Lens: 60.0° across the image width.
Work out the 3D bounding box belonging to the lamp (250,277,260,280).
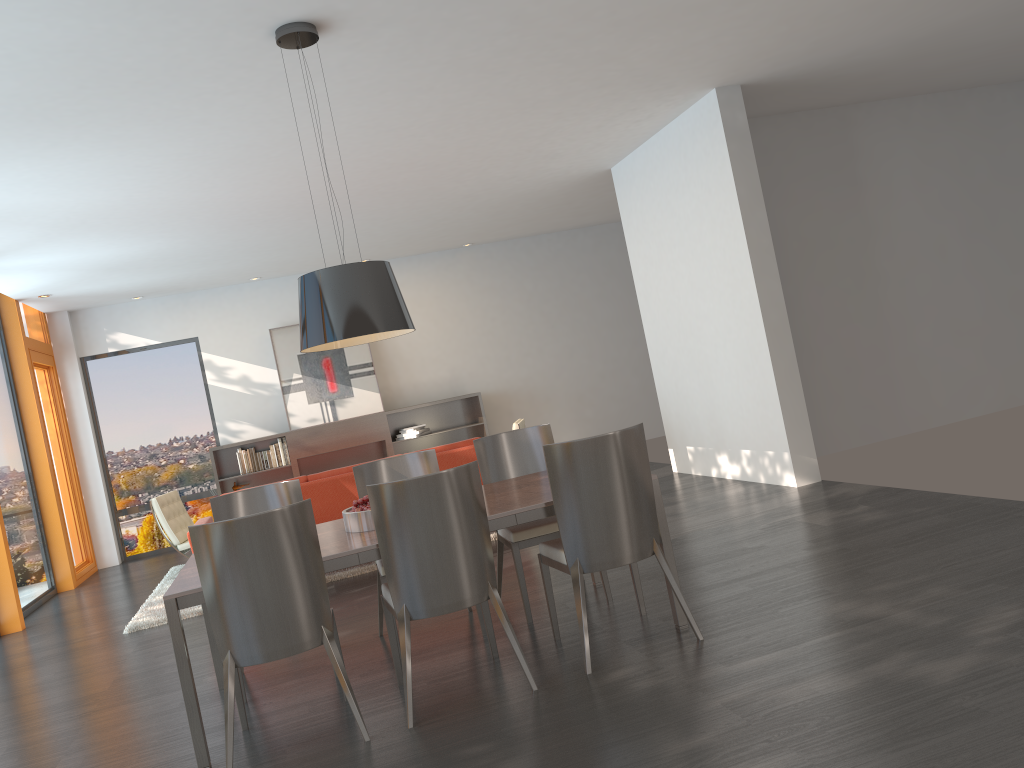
[{"bbox_3d":[-3.253,-1.330,11.216,0.129,0.010,0.129,-11,1,30],"label":"lamp"}]

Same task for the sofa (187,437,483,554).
[{"bbox_3d":[-1.265,1.069,7.368,2.598,0.852,1.037,-12,0,-15],"label":"sofa"}]

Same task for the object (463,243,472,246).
[{"bbox_3d":[-0.605,-1.880,11.993,0.129,0.010,0.129,-11,1,30],"label":"object"}]

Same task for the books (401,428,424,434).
[{"bbox_3d":[-1.274,0.599,11.386,0.210,0.020,0.300,-11,1,15],"label":"books"}]

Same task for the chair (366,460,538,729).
[{"bbox_3d":[-0.316,0.848,3.837,0.548,0.968,0.614,-12,0,-15],"label":"chair"}]

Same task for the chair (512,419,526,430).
[{"bbox_3d":[-0.118,0.823,8.989,0.707,0.817,0.700,-12,0,5],"label":"chair"}]

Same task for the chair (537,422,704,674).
[{"bbox_3d":[0.409,0.697,4.032,0.548,0.968,0.614,-12,0,-15],"label":"chair"}]

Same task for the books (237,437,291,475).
[{"bbox_3d":[-3.054,0.877,10.895,0.592,0.339,0.324,-12,0,-15],"label":"books"}]

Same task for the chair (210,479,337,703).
[{"bbox_3d":[-1.248,1.032,4.620,0.548,0.968,0.614,-12,0,-15],"label":"chair"}]

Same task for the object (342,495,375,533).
[{"bbox_3d":[-0.612,0.593,4.320,0.426,0.154,0.427,-11,1,29],"label":"object"}]

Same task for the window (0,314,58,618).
[{"bbox_3d":[-4.949,0.542,8.489,0.070,3.346,1.843,-12,0,-15],"label":"window"}]

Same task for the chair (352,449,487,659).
[{"bbox_3d":[-0.523,0.882,4.815,0.548,0.968,0.614,-12,0,-15],"label":"chair"}]

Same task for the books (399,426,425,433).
[{"bbox_3d":[-1.278,0.580,11.386,0.210,0.020,0.300,-11,1,25],"label":"books"}]

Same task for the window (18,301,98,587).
[{"bbox_3d":[-5.261,0.592,10.071,0.211,3.346,1.156,-12,0,-15],"label":"window"}]

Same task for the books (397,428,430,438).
[{"bbox_3d":[-1.268,0.628,11.386,0.314,0.038,0.398,-11,1,15],"label":"books"}]

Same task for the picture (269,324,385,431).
[{"bbox_3d":[-2.376,-0.169,11.379,1.209,1.338,0.269,-12,0,-15],"label":"picture"}]

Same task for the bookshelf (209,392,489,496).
[{"bbox_3d":[-1.964,1.019,11.269,3.389,1.163,0.570,-12,0,-15],"label":"bookshelf"}]

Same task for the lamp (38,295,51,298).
[{"bbox_3d":[-5.047,-0.946,9.567,0.129,0.010,0.129,-11,1,30],"label":"lamp"}]

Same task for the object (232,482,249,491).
[{"bbox_3d":[-3.348,1.337,10.850,0.245,0.290,0.201,-12,0,5],"label":"object"}]

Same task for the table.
[{"bbox_3d":[-0.426,1.023,4.329,2.152,0.764,1.171,-12,0,-15],"label":"table"}]

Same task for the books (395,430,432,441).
[{"bbox_3d":[-1.261,0.664,11.386,0.314,0.038,0.398,-11,1,25],"label":"books"}]

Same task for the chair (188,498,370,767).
[{"bbox_3d":[-0.977,0.985,3.660,0.548,0.968,0.614,-12,0,-15],"label":"chair"}]

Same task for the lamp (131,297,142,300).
[{"bbox_3d":[-4.591,-1.052,10.856,0.129,0.010,0.129,-11,1,30],"label":"lamp"}]

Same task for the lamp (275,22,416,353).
[{"bbox_3d":[-0.907,-0.983,4.322,0.567,1.580,0.567,-12,0,14],"label":"lamp"}]

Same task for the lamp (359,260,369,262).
[{"bbox_3d":[-1.928,-1.605,11.572,0.129,0.010,0.129,-11,1,30],"label":"lamp"}]

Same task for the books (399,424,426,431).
[{"bbox_3d":[-1.282,0.560,11.386,0.300,0.020,0.210,-12,1,-25],"label":"books"}]

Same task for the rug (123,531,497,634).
[{"bbox_3d":[-1.422,1.521,8.435,3.774,0.043,2.983,-12,1,-15],"label":"rug"}]

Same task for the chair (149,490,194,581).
[{"bbox_3d":[-3.112,1.439,8.830,0.707,0.817,0.700,-12,0,-5],"label":"chair"}]

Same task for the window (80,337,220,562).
[{"bbox_3d":[-4.485,0.427,11.138,1.410,3.340,0.065,-12,0,-15],"label":"window"}]

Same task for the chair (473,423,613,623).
[{"bbox_3d":[0.139,0.744,4.993,0.548,0.968,0.614,-12,0,-15],"label":"chair"}]
